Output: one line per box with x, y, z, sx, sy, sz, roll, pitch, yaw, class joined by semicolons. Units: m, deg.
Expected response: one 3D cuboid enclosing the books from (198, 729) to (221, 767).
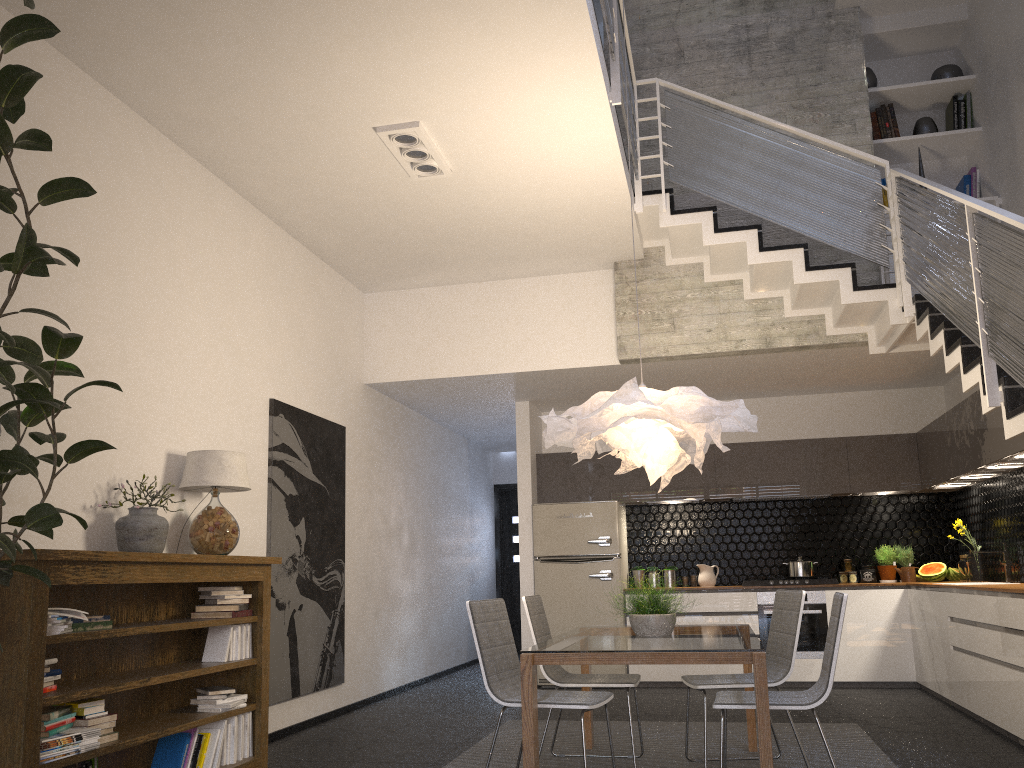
-1.594;1.880;4.553;0.155;0.192;0.105;-4;-10;12;books

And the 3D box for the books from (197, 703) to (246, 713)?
-1.538;1.715;4.697;0.155;0.020;0.207;-6;-13;22;books

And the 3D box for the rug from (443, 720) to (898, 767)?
0.728;1.965;4.360;2.372;0.006;3.719;-4;-13;12;rug

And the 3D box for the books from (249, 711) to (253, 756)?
-1.517;1.928;4.890;0.175;0.242;0.040;-4;-10;12;books

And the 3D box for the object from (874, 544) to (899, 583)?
3.498;1.665;8.223;0.245;0.351;0.236;-4;-11;16;object

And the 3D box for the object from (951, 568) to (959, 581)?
4.042;1.740;8.090;0.132;0.118;0.205;-8;-13;32;object

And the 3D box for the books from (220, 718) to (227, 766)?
-1.590;1.882;4.669;0.175;0.241;0.024;-4;-10;12;books

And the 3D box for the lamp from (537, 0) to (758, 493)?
0.636;-1.988;5.011;1.120;5.165;1.069;-6;-10;23;lamp

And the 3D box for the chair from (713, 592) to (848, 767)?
1.209;1.401;3.939;0.602;0.911;0.479;-4;-10;15;chair

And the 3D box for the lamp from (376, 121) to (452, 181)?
-0.570;-1.391;5.278;0.253;0.065;0.651;-4;-13;12;lamp

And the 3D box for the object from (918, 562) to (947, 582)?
3.768;1.685;7.931;0.237;0.173;0.218;-11;-15;40;object

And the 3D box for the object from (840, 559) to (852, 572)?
3.147;1.709;8.337;0.083;0.112;0.083;0;-10;-7;object

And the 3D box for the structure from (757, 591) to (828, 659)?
2.557;2.195;8.120;0.588;0.583;0.589;-4;-11;12;structure

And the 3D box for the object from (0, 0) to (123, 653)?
-1.837;0.094;2.873;0.908;3.170;2.030;0;-10;-10;object

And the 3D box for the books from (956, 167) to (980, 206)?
3.674;-1.510;7.145;0.146;0.379;0.274;-4;-11;12;books

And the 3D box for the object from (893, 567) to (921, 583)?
3.602;1.734;8.051;0.125;0.139;0.211;8;-15;-42;object

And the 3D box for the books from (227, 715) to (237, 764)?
-1.550;1.889;4.709;0.175;0.241;0.024;-4;-10;12;books

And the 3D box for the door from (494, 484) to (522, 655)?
0.330;2.486;11.970;1.109;2.294;0.161;-4;-10;12;door

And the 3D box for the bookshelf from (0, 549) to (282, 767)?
-1.747;1.394;4.149;0.451;1.161;1.936;-4;-12;12;bookshelf

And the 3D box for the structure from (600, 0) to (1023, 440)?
1.309;-1.922;5.889;4.237;8.233;8.536;-4;-11;12;structure

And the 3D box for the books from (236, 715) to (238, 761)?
-1.566;1.905;4.776;0.175;0.241;0.024;-4;-10;12;books

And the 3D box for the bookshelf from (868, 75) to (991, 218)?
3.245;-1.822;7.215;0.973;1.096;0.447;-4;-10;12;bookshelf

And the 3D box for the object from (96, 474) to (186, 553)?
-1.819;0.637;4.345;0.385;0.408;0.278;0;-10;-9;object

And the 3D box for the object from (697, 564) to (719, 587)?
1.898;1.857;8.585;0.190;0.213;0.172;-7;-12;25;object

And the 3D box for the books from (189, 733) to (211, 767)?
-1.637;1.881;4.511;0.146;0.181;0.148;-4;-11;15;books

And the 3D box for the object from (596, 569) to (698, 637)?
0.697;1.110;4.508;0.531;0.364;0.674;-3;-12;8;object

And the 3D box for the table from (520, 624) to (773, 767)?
0.727;1.623;4.432;0.998;0.708;1.816;-4;-12;12;table

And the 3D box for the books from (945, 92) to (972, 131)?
3.646;-2.131;7.231;0.160;0.378;0.268;-4;-11;12;books

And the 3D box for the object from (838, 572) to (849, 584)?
3.120;1.823;8.339;0.083;0.112;0.083;-4;-11;12;object

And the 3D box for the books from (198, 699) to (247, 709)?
-1.537;1.697;4.705;0.174;0.019;0.246;-2;-12;2;books

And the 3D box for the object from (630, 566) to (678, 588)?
1.398;1.889;8.692;0.482;0.219;0.174;-3;-11;9;object

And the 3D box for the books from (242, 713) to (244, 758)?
-1.551;1.918;4.840;0.175;0.241;0.024;-4;-10;12;books

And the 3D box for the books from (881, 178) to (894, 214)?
3.098;-1.465;7.271;0.171;0.370;0.274;-4;-11;12;books

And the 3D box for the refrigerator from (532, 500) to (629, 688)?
0.680;2.016;8.536;0.829;1.696;0.776;-4;-10;12;refrigerator

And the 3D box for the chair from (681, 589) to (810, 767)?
1.235;1.564;4.691;0.601;0.911;0.479;-1;-10;-2;chair

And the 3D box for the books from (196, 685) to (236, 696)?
-1.578;1.631;4.715;0.148;0.023;0.223;7;-15;-35;books

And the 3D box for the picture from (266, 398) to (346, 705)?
-1.483;1.216;6.479;0.033;2.009;1.243;-3;-10;12;picture

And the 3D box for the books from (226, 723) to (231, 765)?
-1.564;1.904;4.687;0.155;0.203;0.021;-4;-10;12;books

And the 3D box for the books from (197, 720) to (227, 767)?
-1.585;1.868;4.593;0.175;0.233;0.101;-4;-10;12;books

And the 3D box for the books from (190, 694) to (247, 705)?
-1.558;1.677;4.712;0.175;0.023;0.245;-6;-13;22;books

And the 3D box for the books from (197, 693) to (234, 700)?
-1.575;1.652;4.705;0.155;0.022;0.207;0;-12;-7;books

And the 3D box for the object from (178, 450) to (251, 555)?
-1.661;0.678;4.950;0.389;0.577;0.393;2;-11;-18;object

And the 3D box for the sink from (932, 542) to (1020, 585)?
3.549;1.442;6.765;0.490;0.445;0.730;-4;-12;12;sink

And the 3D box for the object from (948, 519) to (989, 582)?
3.882;1.408;7.504;0.258;0.537;0.429;-9;-13;36;object

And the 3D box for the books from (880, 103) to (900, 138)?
3.130;-2.091;7.363;0.134;0.379;0.274;-4;-11;12;books

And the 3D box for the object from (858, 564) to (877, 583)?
3.322;1.777;8.289;0.141;0.172;0.143;-4;-11;12;object

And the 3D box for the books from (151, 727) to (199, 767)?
-1.699;1.846;4.458;0.171;0.225;0.166;-4;-11;12;books

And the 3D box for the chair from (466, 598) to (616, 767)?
0.136;1.482;4.188;0.602;0.911;0.478;-6;-11;22;chair

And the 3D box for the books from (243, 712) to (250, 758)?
-1.526;1.922;4.860;0.175;0.241;0.024;-4;-10;12;books

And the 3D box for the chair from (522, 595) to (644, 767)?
0.391;1.626;4.876;0.602;0.911;0.479;-4;-10;13;chair

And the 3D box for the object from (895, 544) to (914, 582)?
3.631;1.639;8.176;0.184;0.376;0.170;7;-13;-40;object

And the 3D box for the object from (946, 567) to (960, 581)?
3.987;1.702;7.925;0.225;0.126;0.149;7;-14;-37;object

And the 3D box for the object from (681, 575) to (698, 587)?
1.735;1.926;8.648;0.160;0.109;0.078;-5;-11;17;object

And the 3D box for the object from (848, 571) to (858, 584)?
3.204;1.816;8.316;0.083;0.112;0.083;-6;-11;22;object

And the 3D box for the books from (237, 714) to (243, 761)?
-1.540;1.907;4.792;0.175;0.241;0.019;-4;-10;12;books

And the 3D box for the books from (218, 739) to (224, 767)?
-1.580;1.890;4.615;0.155;0.201;0.073;-4;-10;12;books
